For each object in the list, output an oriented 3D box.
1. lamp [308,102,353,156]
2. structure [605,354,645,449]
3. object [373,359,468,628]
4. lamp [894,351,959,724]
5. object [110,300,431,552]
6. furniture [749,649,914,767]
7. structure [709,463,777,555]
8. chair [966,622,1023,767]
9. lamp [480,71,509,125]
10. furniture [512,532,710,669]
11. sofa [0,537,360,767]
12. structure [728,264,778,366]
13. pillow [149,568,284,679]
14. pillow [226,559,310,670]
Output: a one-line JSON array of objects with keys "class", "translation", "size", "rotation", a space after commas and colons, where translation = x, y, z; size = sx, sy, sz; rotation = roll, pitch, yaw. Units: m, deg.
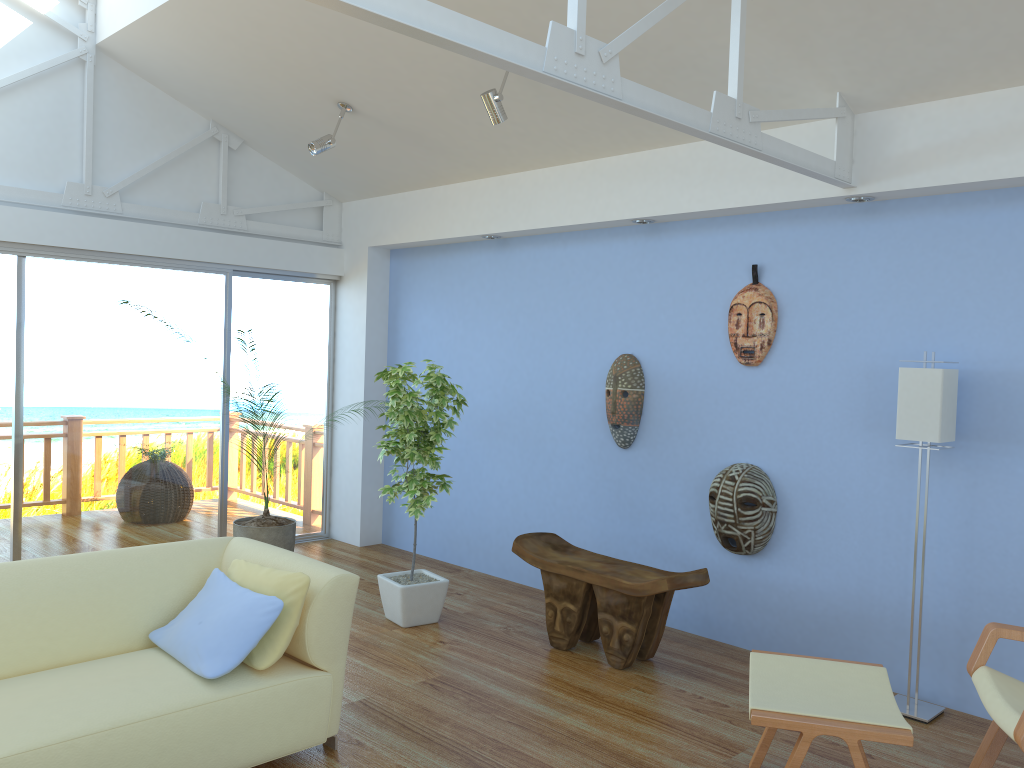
[{"class": "lamp", "translation": [-1.065, -1.485, 5.185], "size": [0.254, 0.327, 0.118], "rotation": [1, 2, -27]}, {"class": "structure", "translation": [0.607, 0.099, 4.989], "size": [0.115, 0.541, 0.254], "rotation": [0, 3, -45]}, {"class": "object", "translation": [-0.497, 0.573, 4.732], "size": [0.495, 1.409, 0.699], "rotation": [2, 2, -2]}, {"class": "lamp", "translation": [1.717, 0.624, 3.724], "size": [0.200, 1.520, 0.200], "rotation": [0, 3, -45]}, {"class": "object", "translation": [-1.406, 0.375, 5.458], "size": [1.563, 1.695, 1.706], "rotation": [3, 2, 36]}, {"class": "furniture", "translation": [0.985, 1.176, 2.839], "size": [0.449, 0.427, 0.619], "rotation": [2, 2, 15]}, {"class": "structure", "translation": [1.115, 0.634, 4.427], "size": [0.185, 0.466, 0.359], "rotation": [0, 3, -45]}, {"class": "chair", "translation": [1.862, 0.936, 2.595], "size": [0.859, 0.982, 0.632], "rotation": [2, 2, 15]}, {"class": "lamp", "translation": [-0.056, -1.408, 4.211], "size": [0.195, 0.351, 0.127], "rotation": [1, 2, -27]}, {"class": "furniture", "translation": [0.445, 1.068, 4.350], "size": [0.329, 0.507, 1.100], "rotation": [0, 3, -44]}, {"class": "sofa", "translation": [-1.712, 0.946, 2.661], "size": [2.448, 0.597, 0.950], "rotation": [0, 3, -45]}, {"class": "structure", "translation": [1.194, -0.343, 4.435], "size": [0.063, 0.508, 0.264], "rotation": [0, 3, -45]}, {"class": "pillow", "translation": [-1.056, 0.836, 3.118], "size": [0.272, 0.244, 0.566], "rotation": [0, 3, -42]}, {"class": "pillow", "translation": [-0.958, 0.800, 3.196], "size": [0.201, 0.311, 0.559], "rotation": [0, 3, -45]}]
